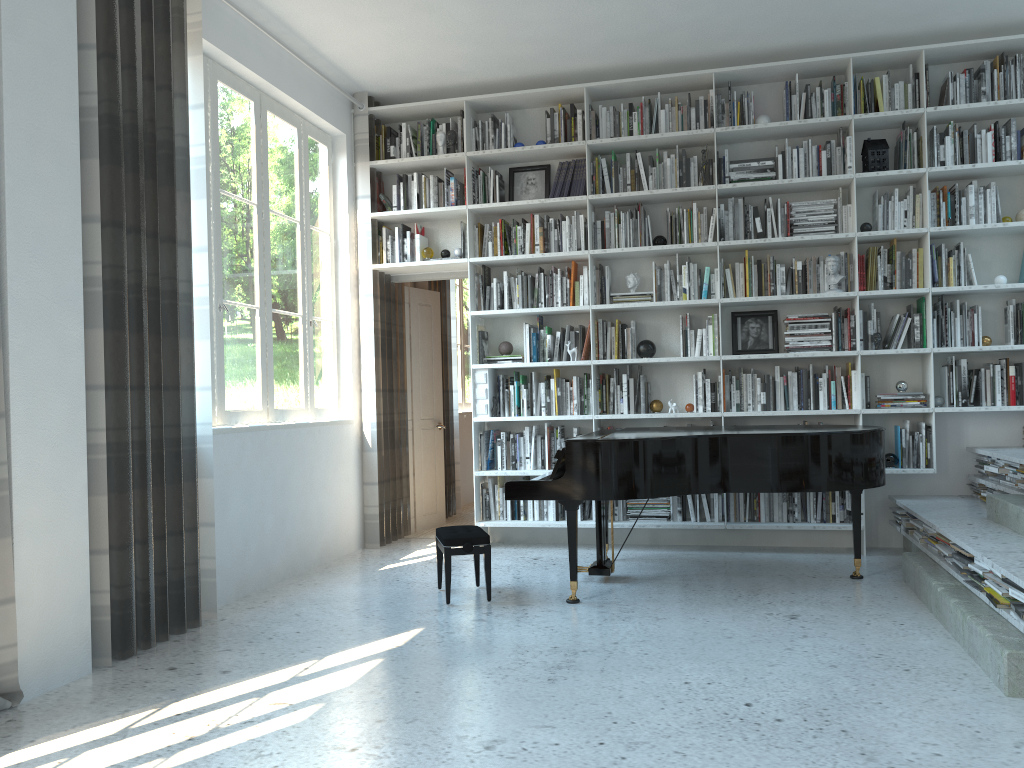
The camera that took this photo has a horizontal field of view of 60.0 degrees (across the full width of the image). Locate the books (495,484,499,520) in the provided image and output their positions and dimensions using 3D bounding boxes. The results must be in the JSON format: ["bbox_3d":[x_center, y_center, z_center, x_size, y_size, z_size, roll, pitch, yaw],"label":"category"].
[{"bbox_3d":[-0.088,0.831,6.291,0.024,0.246,0.143,-2,-1,14],"label":"books"}]

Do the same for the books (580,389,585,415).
[{"bbox_3d":[0.500,0.123,6.145,0.041,0.181,0.141,-2,-1,14],"label":"books"}]

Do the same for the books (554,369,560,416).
[{"bbox_3d":[0.321,0.057,6.178,0.021,0.323,0.172,-2,0,14],"label":"books"}]

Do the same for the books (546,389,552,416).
[{"bbox_3d":[0.274,0.129,6.181,0.029,0.181,0.190,-2,-1,14],"label":"books"}]

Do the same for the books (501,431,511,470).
[{"bbox_3d":[-0.040,0.470,6.266,0.029,0.266,0.171,-2,-1,14],"label":"books"}]

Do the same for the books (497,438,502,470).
[{"bbox_3d":[-0.066,0.493,6.267,0.022,0.220,0.187,-2,-1,14],"label":"books"}]

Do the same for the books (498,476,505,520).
[{"bbox_3d":[-0.073,0.795,6.284,0.011,0.318,0.157,-2,0,14],"label":"books"}]

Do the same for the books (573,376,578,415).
[{"bbox_3d":[0.452,0.082,6.137,0.021,0.265,0.185,-2,-1,14],"label":"books"}]

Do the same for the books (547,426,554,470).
[{"bbox_3d":[0.272,0.446,6.190,0.012,0.295,0.176,-2,-1,14],"label":"books"}]

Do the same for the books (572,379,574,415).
[{"bbox_3d":[0.441,0.092,6.158,0.010,0.246,0.160,-2,-1,14],"label":"books"}]

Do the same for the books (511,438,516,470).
[{"bbox_3d":[0.031,0.489,6.240,0.028,0.223,0.189,-2,-1,14],"label":"books"}]

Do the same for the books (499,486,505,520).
[{"bbox_3d":[-0.057,0.840,6.274,0.022,0.226,0.154,-2,-1,14],"label":"books"}]

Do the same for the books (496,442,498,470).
[{"bbox_3d":[-0.083,0.506,6.293,0.024,0.198,0.148,-2,-1,14],"label":"books"}]

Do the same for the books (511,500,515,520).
[{"bbox_3d":[0.023,0.849,6.265,0.022,0.205,0.158,-2,-1,14],"label":"books"}]

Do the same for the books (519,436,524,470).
[{"bbox_3d":[0.083,0.485,6.238,0.028,0.229,0.157,-2,-1,14],"label":"books"}]

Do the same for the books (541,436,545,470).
[{"bbox_3d":[0.230,0.483,6.214,0.028,0.225,0.134,-2,-1,14],"label":"books"}]

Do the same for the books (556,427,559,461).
[{"bbox_3d":[0.331,0.446,6.184,0.022,0.290,0.137,-2,0,14],"label":"books"}]

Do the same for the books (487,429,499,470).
[{"bbox_3d":[-0.136,0.464,6.285,0.052,0.283,0.172,-2,-1,14],"label":"books"}]

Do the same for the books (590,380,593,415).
[{"bbox_3d":[0.557,0.091,6.117,0.010,0.240,0.174,-2,-1,14],"label":"books"}]

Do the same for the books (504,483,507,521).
[{"bbox_3d":[-0.022,0.822,6.254,0.013,0.261,0.174,-2,-1,14],"label":"books"}]

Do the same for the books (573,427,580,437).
[{"bbox_3d":[0.454,0.444,6.161,0.025,0.288,0.130,-2,0,14],"label":"books"}]

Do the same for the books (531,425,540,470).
[{"bbox_3d":[0.163,0.443,6.212,0.039,0.307,0.172,-2,-1,14],"label":"books"}]

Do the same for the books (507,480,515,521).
[{"bbox_3d":[-0.004,0.819,6.255,0.023,0.266,0.177,-2,-1,14],"label":"books"}]

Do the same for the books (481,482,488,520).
[{"bbox_3d":[-0.191,0.831,6.321,0.012,0.254,0.161,-2,-1,14],"label":"books"}]

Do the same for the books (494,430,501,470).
[{"bbox_3d":[-0.101,0.468,6.297,0.010,0.273,0.150,-2,0,14],"label":"books"}]

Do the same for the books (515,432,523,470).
[{"bbox_3d":[0.051,0.472,6.238,0.013,0.257,0.189,-2,-1,14],"label":"books"}]

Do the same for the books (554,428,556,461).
[{"bbox_3d":[0.317,0.450,6.200,0.013,0.284,0.139,-2,0,14],"label":"books"}]

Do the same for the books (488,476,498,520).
[{"bbox_3d":[-0.124,0.809,6.293,0.044,0.293,0.181,-2,-1,14],"label":"books"}]

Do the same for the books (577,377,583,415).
[{"bbox_3d":[0.473,0.084,6.151,0.013,0.260,0.142,-2,0,14],"label":"books"}]

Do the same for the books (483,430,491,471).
[{"bbox_3d":[-0.169,0.468,6.284,0.011,0.277,0.189,-2,-1,14],"label":"books"}]

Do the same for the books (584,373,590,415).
[{"bbox_3d":[0.521,0.069,6.119,0.014,0.286,0.179,-2,-1,14],"label":"books"}]

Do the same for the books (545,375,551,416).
[{"bbox_3d":[0.254,0.080,6.195,0.014,0.282,0.150,-2,0,14],"label":"books"}]

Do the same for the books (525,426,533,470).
[{"bbox_3d":[0.124,0.448,6.240,0.027,0.299,0.142,-2,0,14],"label":"books"}]

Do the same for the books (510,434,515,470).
[{"bbox_3d":[0.015,0.478,6.279,0.022,0.248,0.133,-2,0,14],"label":"books"}]

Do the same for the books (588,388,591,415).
[{"bbox_3d":[0.548,0.119,6.146,0.023,0.187,0.130,-2,-1,14],"label":"books"}]

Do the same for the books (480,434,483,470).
[{"bbox_3d":[-0.200,0.481,6.323,0.012,0.254,0.161,-2,-1,14],"label":"books"}]

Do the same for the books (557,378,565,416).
[{"bbox_3d":[0.344,0.088,6.164,0.028,0.260,0.181,-2,-1,14],"label":"books"}]

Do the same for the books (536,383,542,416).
[{"bbox_3d":[0.204,0.108,6.227,0.045,0.230,0.138,-2,-1,14],"label":"books"}]

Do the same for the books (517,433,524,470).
[{"bbox_3d":[0.061,0.473,6.230,0.010,0.252,0.177,-2,-1,14],"label":"books"}]

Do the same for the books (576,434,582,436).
[{"bbox_3d":[0.465,0.467,6.131,0.011,0.239,0.174,-2,-1,14],"label":"books"}]

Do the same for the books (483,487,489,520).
[{"bbox_3d":[-0.173,0.849,6.317,0.023,0.216,0.158,-2,-1,14],"label":"books"}]

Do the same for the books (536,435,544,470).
[{"bbox_3d":[0.203,0.476,6.225,0.031,0.239,0.132,-2,0,14],"label":"books"}]

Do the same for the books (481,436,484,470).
[{"bbox_3d":[-0.183,0.488,6.305,0.029,0.239,0.154,-2,-1,14],"label":"books"}]

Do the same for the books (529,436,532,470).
[{"bbox_3d":[0.145,0.481,6.238,0.012,0.232,0.148,-2,-1,14],"label":"books"}]

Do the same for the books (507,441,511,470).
[{"bbox_3d":[-0.008,0.502,6.280,0.025,0.200,0.137,-2,-1,14],"label":"books"}]

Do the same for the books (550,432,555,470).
[{"bbox_3d":[0.296,0.466,6.203,0.029,0.254,0.153,-2,-1,14],"label":"books"}]

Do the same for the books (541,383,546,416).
[{"bbox_3d":[0.235,0.106,6.201,0.027,0.230,0.159,-2,-1,14],"label":"books"}]

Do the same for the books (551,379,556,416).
[{"bbox_3d":[0.302,0.092,6.185,0.026,0.254,0.176,-2,-1,14],"label":"books"}]

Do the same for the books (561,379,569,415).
[{"bbox_3d":[0.372,0.093,6.161,0.028,0.249,0.159,-2,-1,14],"label":"books"}]

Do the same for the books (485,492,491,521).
[{"bbox_3d":[-0.155,0.861,6.285,0.029,0.190,0.176,-2,-1,14],"label":"books"}]

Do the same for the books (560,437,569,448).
[{"bbox_3d":[0.383,0.482,6.168,0.059,0.216,0.177,-2,-1,14],"label":"books"}]

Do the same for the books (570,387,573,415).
[{"bbox_3d":[0.426,0.119,6.166,0.023,0.194,0.140,-2,-1,14],"label":"books"}]

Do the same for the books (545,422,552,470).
[{"bbox_3d":[0.257,0.431,6.185,0.014,0.325,0.170,-2,0,14],"label":"books"}]

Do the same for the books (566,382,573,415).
[{"bbox_3d":[0.402,0.102,6.169,0.025,0.229,0.153,-2,-1,14],"label":"books"}]

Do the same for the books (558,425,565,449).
[{"bbox_3d":[0.347,0.441,6.175,0.013,0.301,0.172,-2,-1,14],"label":"books"}]

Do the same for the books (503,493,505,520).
[{"bbox_3d":[-0.034,0.860,6.276,0.022,0.186,0.145,-2,-1,14],"label":"books"}]

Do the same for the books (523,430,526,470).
[{"bbox_3d":[0.107,0.462,6.252,0.013,0.273,0.146,-2,0,14],"label":"books"}]

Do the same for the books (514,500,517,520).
[{"bbox_3d":[0.044,0.825,6.263,0.022,0.252,0.139,-2,0,14],"label":"books"}]

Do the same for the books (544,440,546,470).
[{"bbox_3d":[0.250,0.490,6.208,0.013,0.209,0.154,-2,-1,14],"label":"books"}]
